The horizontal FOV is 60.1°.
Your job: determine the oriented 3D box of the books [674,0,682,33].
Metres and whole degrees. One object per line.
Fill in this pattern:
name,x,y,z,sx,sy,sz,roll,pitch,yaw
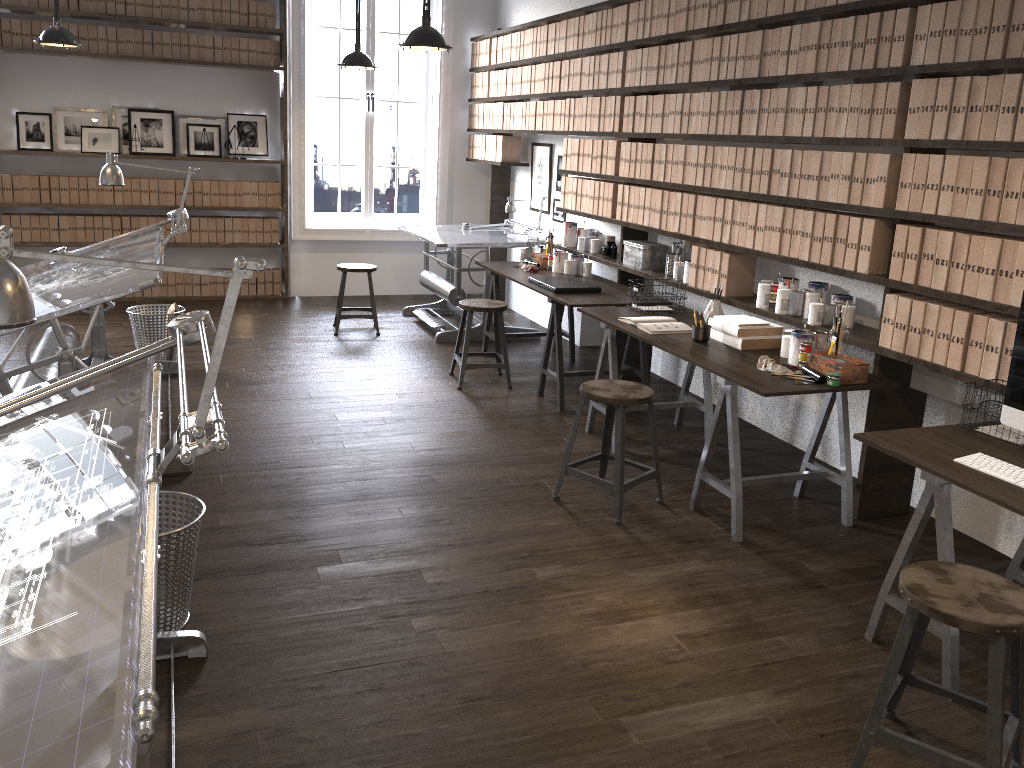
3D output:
books,1.008,-2.073,4.959,0.174,0.223,0.067,-3,14,-21

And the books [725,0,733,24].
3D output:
books,1.185,-1.940,4.509,0.174,0.223,0.067,-3,14,-21

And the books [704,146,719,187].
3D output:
books,1.125,-1.155,4.738,0.174,0.223,0.067,-3,14,-21

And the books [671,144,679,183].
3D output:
books,1.005,-1.247,5.047,0.174,0.223,0.067,-3,14,-21

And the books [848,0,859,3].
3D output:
books,1.505,-1.696,3.686,0.174,0.223,0.067,-3,14,-21

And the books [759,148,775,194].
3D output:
books,1.297,-1.021,4.285,0.174,0.223,0.067,-3,14,-21

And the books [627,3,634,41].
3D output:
books,0.811,-2.222,5.461,0.174,0.223,0.067,-3,14,-21

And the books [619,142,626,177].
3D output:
books,0.777,-1.418,5.623,0.174,0.223,0.067,-3,14,-21

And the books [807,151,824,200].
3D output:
books,1.423,-0.925,3.962,0.174,0.223,0.067,-3,14,-21

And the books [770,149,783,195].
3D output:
books,1.329,-1.001,4.219,0.174,0.223,0.067,-3,14,-21

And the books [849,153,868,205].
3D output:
books,1.522,-0.853,3.722,0.174,0.223,0.067,-3,14,-21

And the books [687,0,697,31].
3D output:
books,1.057,-2.037,4.838,0.174,0.223,0.067,-3,14,-21

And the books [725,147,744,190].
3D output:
books,1.195,-1.098,4.544,0.174,0.223,0.067,-3,14,-21

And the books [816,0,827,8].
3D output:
books,1.432,-1.751,3.873,0.174,0.223,0.067,-3,14,-21

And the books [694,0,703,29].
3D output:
books,1.082,-2.018,4.773,0.174,0.223,0.067,-3,14,-21

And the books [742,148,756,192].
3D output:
books,1.247,-1.061,4.422,0.174,0.223,0.067,-3,14,-21

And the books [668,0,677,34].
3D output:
books,0.984,-2.090,5.016,0.174,0.223,0.067,-3,14,-21

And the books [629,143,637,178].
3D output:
books,0.825,-1.378,5.491,0.174,0.223,0.067,-3,14,-21

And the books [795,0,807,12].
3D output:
books,1.381,-1.788,3.999,0.174,0.223,0.067,-3,14,-21

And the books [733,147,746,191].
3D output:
books,1.221,-1.078,4.478,0.174,0.223,0.067,-3,14,-21

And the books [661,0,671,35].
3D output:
books,0.957,-2.110,5.081,0.174,0.223,0.067,-3,14,-21

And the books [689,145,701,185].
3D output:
books,1.073,-1.193,4.867,0.174,0.223,0.067,-3,14,-21

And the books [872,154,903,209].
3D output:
books,1.565,-0.817,3.597,0.174,0.223,0.067,-3,14,-21

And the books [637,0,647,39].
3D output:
books,0.855,-2.185,5.337,0.174,0.223,0.067,-3,14,-21

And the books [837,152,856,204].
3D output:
books,1.493,-0.872,3.784,0.174,0.223,0.067,-3,14,-21

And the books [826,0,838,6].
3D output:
books,1.454,-1.732,3.808,0.174,0.223,0.067,-3,14,-21

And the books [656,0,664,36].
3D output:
books,0.935,-2.129,5.146,0.174,0.223,0.067,-3,14,-21

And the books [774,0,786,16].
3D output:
books,1.326,-1.827,4.129,0.174,0.223,0.067,-3,14,-21

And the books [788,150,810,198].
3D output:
books,1.379,-0.963,4.090,0.174,0.223,0.067,-3,14,-21

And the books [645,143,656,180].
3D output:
books,0.899,-1.324,5.307,0.174,0.223,0.067,-3,14,-21

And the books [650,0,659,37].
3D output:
books,0.912,-2.148,5.210,0.174,0.223,0.067,-3,14,-21

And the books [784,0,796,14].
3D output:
books,1.352,-1.808,4.063,0.174,0.223,0.067,-3,14,-21

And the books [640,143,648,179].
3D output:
books,0.877,-1.344,5.376,0.174,0.223,0.067,-3,14,-21

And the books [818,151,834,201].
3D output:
books,1.451,-0.907,3.903,0.174,0.223,0.067,-3,14,-21

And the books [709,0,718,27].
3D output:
books,1.133,-1.980,4.645,0.174,0.223,0.067,-3,14,-21

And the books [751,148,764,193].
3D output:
books,1.276,-1.041,4.354,0.174,0.223,0.067,-3,14,-21

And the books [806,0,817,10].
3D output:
books,1.409,-1.770,3.937,0.174,0.223,0.067,-3,14,-21

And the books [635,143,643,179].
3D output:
books,0.852,-1.362,5.435,0.174,0.223,0.067,-3,14,-21

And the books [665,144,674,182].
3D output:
books,0.980,-1.266,5.112,0.174,0.223,0.067,-3,14,-21

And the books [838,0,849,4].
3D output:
books,1.481,-1.712,3.742,0.174,0.223,0.067,-3,14,-21

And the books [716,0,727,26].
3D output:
books,1.154,-1.959,4.575,0.174,0.223,0.067,-3,14,-21

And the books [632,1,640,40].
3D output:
books,0.829,-2.205,5.403,0.174,0.223,0.067,-3,14,-21

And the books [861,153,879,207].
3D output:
books,1.548,-0.835,3.659,0.174,0.223,0.067,-3,14,-21

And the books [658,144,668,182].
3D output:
books,0.951,-1.285,5.174,0.174,0.223,0.067,-3,14,-21

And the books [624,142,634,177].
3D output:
books,0.800,-1.398,5.556,0.174,0.223,0.067,-3,14,-21

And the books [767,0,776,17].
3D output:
books,1.308,-1.845,4.188,0.174,0.223,0.067,-3,14,-21

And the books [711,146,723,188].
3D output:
books,1.152,-1.136,4.675,0.174,0.223,0.067,-3,14,-21

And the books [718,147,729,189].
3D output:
books,1.173,-1.117,4.611,0.174,0.223,0.067,-3,14,-21

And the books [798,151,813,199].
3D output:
books,1.404,-0.943,4.025,0.174,0.223,0.067,-3,14,-21

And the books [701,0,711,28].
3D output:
books,1.103,-1.999,4.707,0.174,0.223,0.067,-3,14,-21

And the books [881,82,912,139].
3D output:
books,1.582,-1.085,3.541,0.174,0.223,0.067,-3,14,-21

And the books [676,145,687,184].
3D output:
books,1.024,-1.228,4.984,0.174,0.223,0.067,-3,14,-21

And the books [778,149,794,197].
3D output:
books,1.350,-0.981,4.152,0.174,0.223,0.067,-3,14,-21

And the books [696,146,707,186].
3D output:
books,1.096,-1.174,4.801,0.174,0.223,0.067,-3,14,-21

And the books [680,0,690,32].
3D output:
books,1.027,-2.055,4.897,0.174,0.223,0.067,-3,14,-21

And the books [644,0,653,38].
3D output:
books,0.884,-2.166,5.272,0.174,0.223,0.067,-3,14,-21

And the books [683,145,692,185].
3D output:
books,1.052,-1.210,4.925,0.174,0.223,0.067,-3,14,-21

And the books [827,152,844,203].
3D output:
books,1.471,-0.890,3.845,0.174,0.223,0.067,-3,14,-21

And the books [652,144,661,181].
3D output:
books,0.930,-1.304,5.241,0.174,0.223,0.067,-3,14,-21
